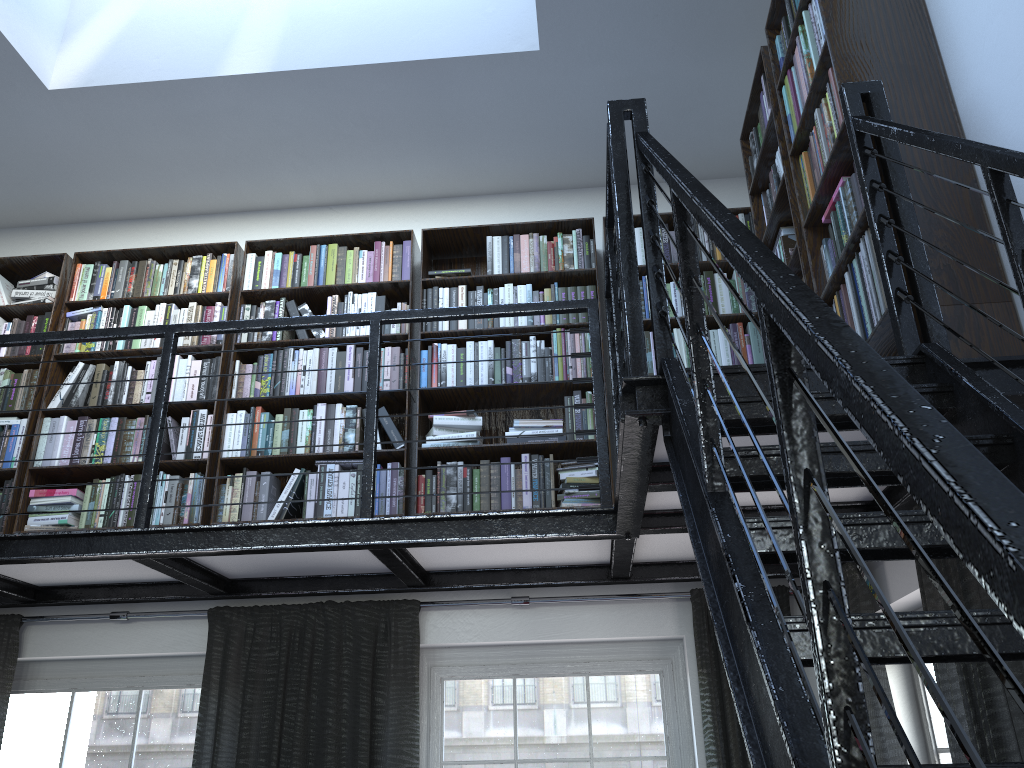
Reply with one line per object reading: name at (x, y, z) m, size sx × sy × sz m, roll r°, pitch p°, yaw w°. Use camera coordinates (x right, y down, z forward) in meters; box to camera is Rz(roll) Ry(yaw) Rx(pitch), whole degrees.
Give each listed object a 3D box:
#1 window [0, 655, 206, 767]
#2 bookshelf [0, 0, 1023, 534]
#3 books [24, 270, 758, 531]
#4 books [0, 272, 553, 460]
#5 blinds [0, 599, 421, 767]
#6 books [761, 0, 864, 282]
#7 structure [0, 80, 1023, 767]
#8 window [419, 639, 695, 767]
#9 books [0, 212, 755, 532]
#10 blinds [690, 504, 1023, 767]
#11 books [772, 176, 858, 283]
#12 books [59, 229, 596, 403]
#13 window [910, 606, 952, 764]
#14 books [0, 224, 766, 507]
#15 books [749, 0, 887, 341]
window at (-1.814, 1.995, 3.717) m, size 1.167 × 1.629 × 0.131 m, roll -3°, pitch -25°, yaw 4°
bookshelf at (-1.001, -0.488, 2.965) m, size 4.475 × 1.641 × 3.043 m, roll -3°, pitch -24°, yaw 4°
books at (-0.513, 0.097, 4.153) m, size 3.391 × 1.139 × 0.237 m, roll -3°, pitch -25°, yaw 4°
books at (-0.889, -0.017, 4.223) m, size 4.441 × 1.417 × 0.238 m, roll -3°, pitch -25°, yaw 4°
blinds at (-1.619, 2.087, 3.424) m, size 2.508 × 2.421 × 0.123 m, roll -3°, pitch -25°, yaw 4°
books at (-1.032, -0.710, 2.626) m, size 4.376 × 1.430 × 2.173 m, roll -3°, pitch -24°, yaw 3°
structure at (-1.036, 0.751, 1.569) m, size 4.488 × 3.404 × 4.547 m, roll -3°, pitch -24°, yaw 4°
window at (0.184, 1.886, 3.576) m, size 1.167 × 1.629 × 0.131 m, roll -3°, pitch -25°, yaw 4°
books at (-0.948, -0.218, 3.795) m, size 4.434 × 1.450 × 1.266 m, roll -4°, pitch -24°, yaw 5°
blinds at (1.218, 1.656, 2.590) m, size 0.527 × 2.415 × 1.724 m, roll 4°, pitch -25°, yaw -12°
books at (-1.013, -0.470, 2.844) m, size 4.335 × 1.157 × 1.575 m, roll -3°, pitch -24°, yaw 3°
books at (-0.898, -0.286, 4.361) m, size 2.636 × 0.840 × 0.210 m, roll -3°, pitch -25°, yaw 4°
window at (1.451, 1.406, 2.533) m, size 0.133 × 1.629 × 1.150 m, roll -3°, pitch -24°, yaw 4°
books at (-0.888, -0.026, 4.232) m, size 4.435 × 1.433 × 0.223 m, roll -3°, pitch -25°, yaw 4°
books at (-0.968, -0.503, 3.111) m, size 4.383 × 1.425 × 1.152 m, roll -3°, pitch -24°, yaw 4°
